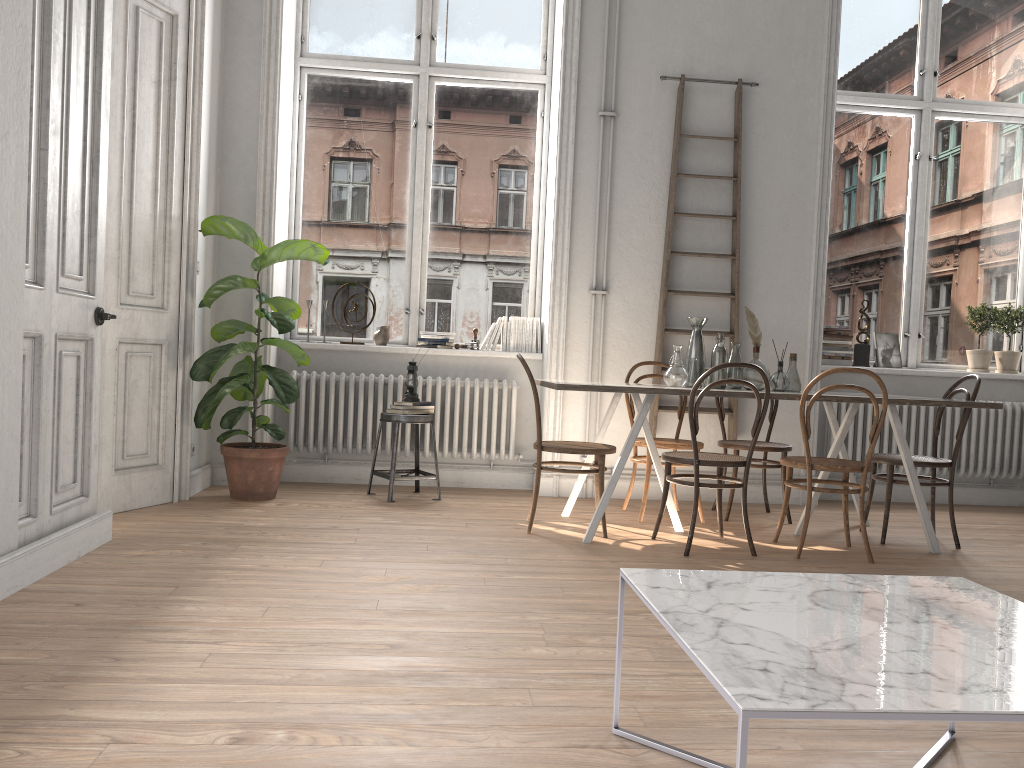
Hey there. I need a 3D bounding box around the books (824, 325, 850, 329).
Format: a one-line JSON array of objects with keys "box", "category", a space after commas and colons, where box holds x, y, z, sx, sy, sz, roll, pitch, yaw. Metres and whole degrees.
[{"box": [2.284, -0.405, 6.345, 0.201, 0.024, 0.159, 2, 1, -15], "category": "books"}]

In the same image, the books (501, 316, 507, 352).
[{"box": [-0.056, -0.347, 6.180, 0.024, 0.243, 0.175, 2, 2, -5], "category": "books"}]

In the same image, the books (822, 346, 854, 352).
[{"box": [2.278, -0.250, 6.345, 0.245, 0.028, 0.193, 2, 1, -10], "category": "books"}]

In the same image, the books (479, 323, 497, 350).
[{"box": [-0.167, -0.328, 6.154, 0.105, 0.194, 0.155, 2, 2, -6], "category": "books"}]

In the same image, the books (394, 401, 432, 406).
[{"box": [-0.621, 0.122, 5.566, 0.147, 0.027, 0.221, 3, 2, 27], "category": "books"}]

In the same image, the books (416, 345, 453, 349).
[{"box": [-0.532, -0.256, 6.112, 0.221, 0.023, 0.147, 4, 2, 44], "category": "books"}]

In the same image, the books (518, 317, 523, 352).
[{"box": [0.055, -0.342, 6.189, 0.024, 0.243, 0.175, 2, 2, -5], "category": "books"}]

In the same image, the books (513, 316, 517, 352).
[{"box": [0.016, -0.343, 6.164, 0.019, 0.244, 0.174, 2, 2, -5], "category": "books"}]

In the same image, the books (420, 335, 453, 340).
[{"box": [-0.517, -0.320, 6.094, 0.205, 0.020, 0.155, 2, 1, -15], "category": "books"}]

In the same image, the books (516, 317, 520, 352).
[{"box": [0.034, -0.343, 6.183, 0.019, 0.244, 0.174, 2, 2, -5], "category": "books"}]

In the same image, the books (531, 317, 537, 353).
[{"box": [0.148, -0.337, 6.177, 0.024, 0.243, 0.175, 2, 2, -5], "category": "books"}]

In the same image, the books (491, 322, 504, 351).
[{"box": [-0.103, -0.329, 6.156, 0.072, 0.203, 0.155, 2, 2, -5], "category": "books"}]

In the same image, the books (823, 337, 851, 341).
[{"box": [2.287, -0.319, 6.338, 0.205, 0.022, 0.155, 2, 1, -10], "category": "books"}]

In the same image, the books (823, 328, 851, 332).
[{"box": [2.289, -0.383, 6.337, 0.205, 0.020, 0.155, 3, 1, -5], "category": "books"}]

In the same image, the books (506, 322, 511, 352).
[{"box": [-0.029, -0.326, 6.162, 0.020, 0.205, 0.155, 2, 2, -5], "category": "books"}]

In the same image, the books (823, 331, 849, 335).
[{"box": [2.275, -0.362, 6.337, 0.231, 0.023, 0.162, 3, 1, 11], "category": "books"}]

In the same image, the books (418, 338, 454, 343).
[{"box": [-0.521, -0.300, 6.107, 0.221, 0.023, 0.147, 3, 1, 11], "category": "books"}]

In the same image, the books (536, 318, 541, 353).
[{"box": [0.179, -0.336, 6.177, 0.040, 0.244, 0.174, 2, 2, -5], "category": "books"}]

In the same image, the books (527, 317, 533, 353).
[{"box": [0.121, -0.339, 6.195, 0.024, 0.243, 0.175, 2, 2, -5], "category": "books"}]

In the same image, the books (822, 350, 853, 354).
[{"box": [2.279, -0.228, 6.344, 0.255, 0.014, 0.192, 3, 1, -2], "category": "books"}]

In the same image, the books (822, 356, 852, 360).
[{"box": [2.268, -0.186, 6.329, 0.249, 0.023, 0.175, 2, 1, -9], "category": "books"}]

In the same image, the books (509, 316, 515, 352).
[{"box": [-0.006, -0.344, 6.153, 0.024, 0.243, 0.175, 2, 2, -5], "category": "books"}]

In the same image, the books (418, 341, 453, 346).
[{"box": [-0.525, -0.278, 6.108, 0.205, 0.022, 0.155, 3, 1, 15], "category": "books"}]

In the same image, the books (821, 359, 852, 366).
[{"box": [2.264, -0.154, 6.332, 0.248, 0.043, 0.192, 3, 1, -5], "category": "books"}]

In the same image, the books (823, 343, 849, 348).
[{"box": [2.285, -0.274, 6.340, 0.205, 0.022, 0.155, 3, 1, 9], "category": "books"}]

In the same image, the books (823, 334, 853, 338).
[{"box": [2.282, -0.340, 6.338, 0.244, 0.019, 0.174, 3, 1, -5], "category": "books"}]

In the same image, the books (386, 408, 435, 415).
[{"box": [-0.636, 0.170, 5.563, 0.194, 0.034, 0.246, 4, 2, 35], "category": "books"}]

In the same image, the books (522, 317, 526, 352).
[{"box": [0.078, -0.340, 6.169, 0.019, 0.244, 0.174, 2, 2, -5], "category": "books"}]

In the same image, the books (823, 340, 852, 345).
[{"box": [2.289, -0.297, 6.345, 0.222, 0.024, 0.158, 3, 1, -5], "category": "books"}]

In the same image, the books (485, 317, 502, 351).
[{"box": [-0.127, -0.346, 6.152, 0.100, 0.235, 0.174, 2, 2, -5], "category": "books"}]

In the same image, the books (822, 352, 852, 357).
[{"box": [2.269, -0.210, 6.329, 0.249, 0.023, 0.175, 3, 1, -4], "category": "books"}]

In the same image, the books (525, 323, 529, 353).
[{"box": [0.099, -0.321, 6.173, 0.020, 0.205, 0.155, 2, 2, -5], "category": "books"}]

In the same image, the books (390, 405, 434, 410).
[{"box": [-0.623, 0.145, 5.566, 0.232, 0.029, 0.162, 2, 2, -34], "category": "books"}]

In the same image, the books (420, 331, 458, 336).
[{"box": [-0.499, -0.345, 6.115, 0.243, 0.019, 0.174, 3, 1, 5], "category": "books"}]
